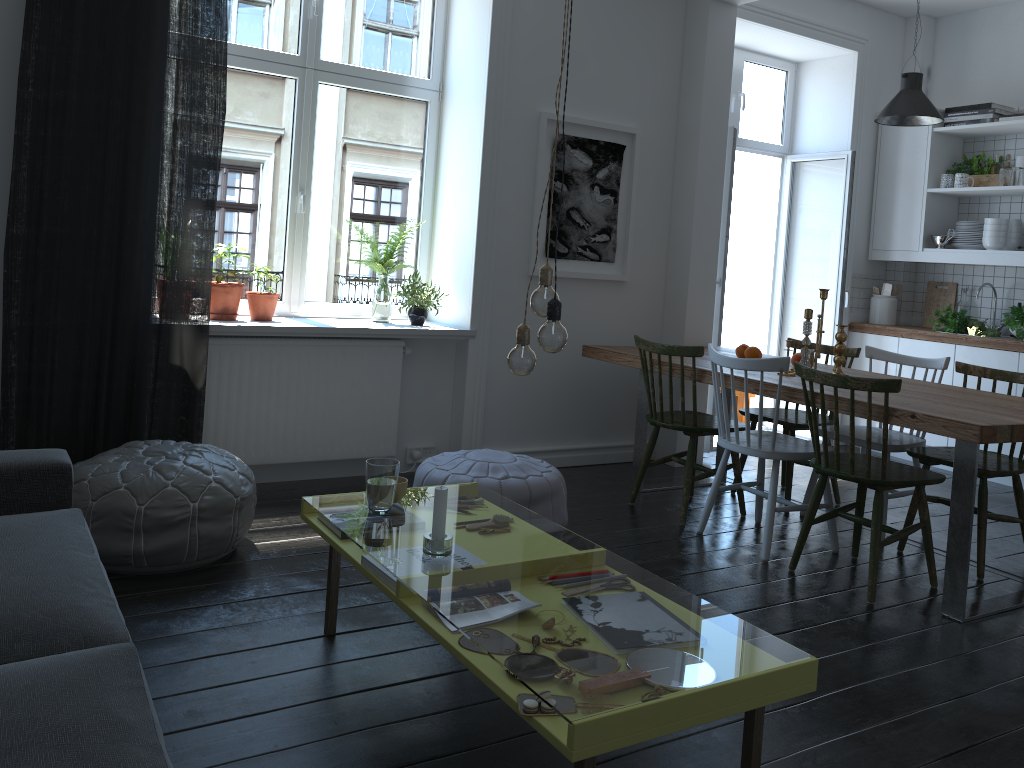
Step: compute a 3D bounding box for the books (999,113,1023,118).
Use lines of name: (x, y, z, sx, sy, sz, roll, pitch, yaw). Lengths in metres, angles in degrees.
books: (3.313, -1.679, 5.546, 0.274, 0.016, 0.345, -1, 9, -30)

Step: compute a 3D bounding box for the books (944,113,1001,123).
books: (3.103, -1.753, 5.862, 0.259, 0.030, 0.332, -1, 10, -34)

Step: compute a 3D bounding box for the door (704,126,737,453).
door: (1.153, -0.624, 5.685, 0.104, 2.019, 0.589, 3, 2, -26)

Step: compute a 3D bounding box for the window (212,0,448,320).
window: (-1.076, -1.337, 4.594, 1.565, 1.980, 0.108, 2, 2, -32)

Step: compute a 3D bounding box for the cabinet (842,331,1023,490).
cabinet: (3.297, 0.270, 5.012, 0.727, 0.809, 3.217, 2, 8, -24)

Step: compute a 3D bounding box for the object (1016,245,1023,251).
object: (3.236, -0.834, 5.462, 0.276, 0.042, 0.248, -2, 10, -39)

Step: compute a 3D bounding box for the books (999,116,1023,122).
books: (3.304, -1.653, 5.541, 0.260, 0.037, 0.353, -1, 9, -32)

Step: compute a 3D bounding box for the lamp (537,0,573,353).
lamp: (0.151, -0.820, 2.144, 0.074, 1.492, 0.086, 5, 1, 19)

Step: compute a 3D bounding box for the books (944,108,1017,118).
books: (3.121, -1.782, 5.858, 0.287, 0.030, 0.355, -1, 9, -32)

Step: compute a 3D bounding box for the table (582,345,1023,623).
table: (1.369, 0.310, 4.114, 1.016, 0.712, 2.250, 0, 8, -32)

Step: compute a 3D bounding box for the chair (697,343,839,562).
chair: (1.096, 0.271, 3.817, 0.508, 0.839, 0.470, 2, 3, -32)

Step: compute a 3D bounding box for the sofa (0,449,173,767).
sofa: (-1.179, 0.505, 1.438, 1.082, 0.719, 2.397, 0, 8, -32)

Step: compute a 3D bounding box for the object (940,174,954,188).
object: (2.926, -1.354, 5.919, 0.083, 0.100, 0.109, 6, 5, 27)

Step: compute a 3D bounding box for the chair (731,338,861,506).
chair: (1.487, 0.191, 4.634, 0.484, 0.824, 0.471, 2, 4, -33)

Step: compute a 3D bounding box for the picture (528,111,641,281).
picture: (0.406, -1.043, 4.981, 0.686, 0.885, 0.084, 2, 2, -32)

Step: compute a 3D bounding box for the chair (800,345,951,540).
chair: (1.771, 0.258, 4.244, 0.508, 0.839, 0.470, 2, 3, -32)

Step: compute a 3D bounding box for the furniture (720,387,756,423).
furniture: (1.744, 0.047, 7.375, 0.399, 0.372, 0.930, 1, 8, -32)

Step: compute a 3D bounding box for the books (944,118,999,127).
books: (3.114, -1.714, 5.858, 0.259, 0.044, 0.355, 0, 9, -30)

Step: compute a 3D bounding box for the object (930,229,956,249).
object: (2.870, -0.965, 5.868, 0.102, 0.134, 0.212, 3, 6, -20)

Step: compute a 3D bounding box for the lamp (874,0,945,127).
lamp: (1.781, -1.454, 6.256, 0.491, 2.499, 2.726, 3, 5, -32)

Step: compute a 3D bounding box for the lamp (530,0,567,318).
lamp: (0.132, -0.912, 2.203, 0.074, 1.492, 0.074, 4, 1, 15)

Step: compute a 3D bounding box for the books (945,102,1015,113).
books: (3.114, -1.818, 5.865, 0.258, 0.038, 0.329, 0, 9, -30)

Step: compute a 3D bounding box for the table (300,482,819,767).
table: (-0.022, 0.642, 2.199, 0.599, 0.397, 1.415, 0, 8, -32)

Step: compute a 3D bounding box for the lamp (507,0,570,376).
lamp: (0.082, -0.764, 2.224, 0.089, 1.492, 0.074, 4, 1, -8)

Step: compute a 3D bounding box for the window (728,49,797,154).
window: (1.582, -2.018, 6.192, 1.178, 0.655, 0.106, 0, 3, -32)

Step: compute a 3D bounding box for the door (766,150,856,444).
door: (2.114, -0.640, 6.279, 0.104, 2.019, 0.589, 3, 2, -38)

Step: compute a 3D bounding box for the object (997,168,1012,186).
object: (3.112, -1.299, 5.555, 0.086, 0.119, 0.087, 3, 4, -9)

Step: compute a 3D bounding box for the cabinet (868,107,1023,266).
cabinet: (3.495, -0.453, 4.709, 0.778, 2.358, 3.829, 3, 6, -28)

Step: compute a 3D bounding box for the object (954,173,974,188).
object: (2.977, -1.334, 5.806, 0.083, 0.100, 0.109, 0, 6, -43)

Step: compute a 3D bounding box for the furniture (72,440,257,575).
furniture: (-1.286, 0.420, 3.226, 0.678, 0.380, 0.686, 0, 8, -32)

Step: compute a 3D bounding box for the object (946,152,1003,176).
object: (3.099, -1.434, 5.945, 0.163, 0.253, 0.350, 1, 6, -41)

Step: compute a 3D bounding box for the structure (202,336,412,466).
structure: (-0.986, 0.091, 4.249, 1.063, 0.626, 0.074, 0, 3, -32)

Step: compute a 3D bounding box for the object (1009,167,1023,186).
object: (3.143, -1.285, 5.475, 0.086, 0.119, 0.087, 3, 4, -9)

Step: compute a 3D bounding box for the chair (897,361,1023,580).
chair: (2.012, 0.344, 3.817, 0.484, 0.824, 0.471, 2, 4, -33)

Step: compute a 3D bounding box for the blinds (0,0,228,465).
blinds: (-1.576, -0.969, 3.582, 0.802, 2.963, 0.113, 3, 2, -33)

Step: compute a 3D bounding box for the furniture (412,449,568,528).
furniture: (-0.088, 0.484, 3.434, 0.614, 0.417, 0.615, 0, 7, -37)

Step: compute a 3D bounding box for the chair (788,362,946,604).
chair: (1.379, 0.354, 3.427, 0.484, 0.824, 0.471, 2, 4, -33)

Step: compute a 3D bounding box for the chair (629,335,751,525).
chair: (0.854, 0.201, 4.245, 0.484, 0.824, 0.471, 2, 4, -33)
